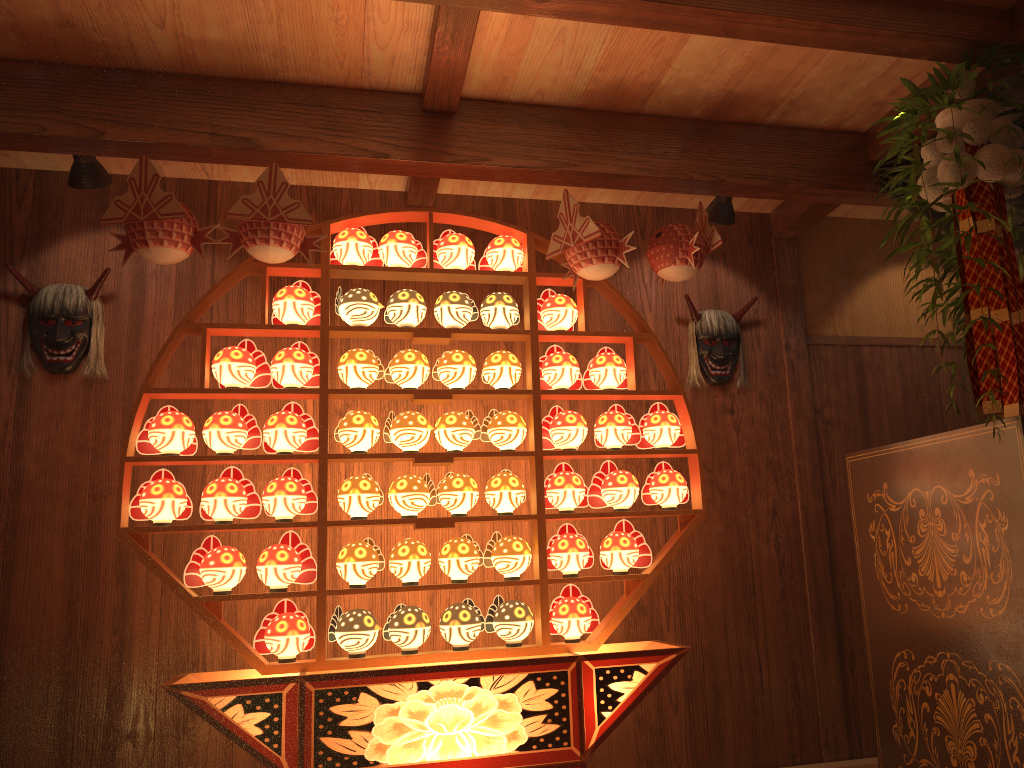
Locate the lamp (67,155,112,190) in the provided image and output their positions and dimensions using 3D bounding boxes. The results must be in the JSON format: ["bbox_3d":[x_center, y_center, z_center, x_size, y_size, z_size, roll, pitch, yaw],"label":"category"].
[{"bbox_3d":[-1.452,-0.746,3.049,0.139,0.176,0.170,4,-13,-26],"label":"lamp"}]

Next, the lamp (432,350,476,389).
[{"bbox_3d":[-0.193,-0.053,3.148,0.144,0.167,0.152,5,-14,-32],"label":"lamp"}]

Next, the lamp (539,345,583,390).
[{"bbox_3d":[0.180,-0.067,3.244,0.203,0.200,0.155,0,-12,-13],"label":"lamp"}]

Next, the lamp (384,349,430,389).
[{"bbox_3d":[-0.356,-0.051,3.106,0.144,0.161,0.152,5,-14,-32],"label":"lamp"}]

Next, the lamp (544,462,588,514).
[{"bbox_3d":[0.192,0.366,3.154,0.190,0.195,0.156,-2,-12,-3],"label":"lamp"}]

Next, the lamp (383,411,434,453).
[{"bbox_3d":[-0.345,0.165,3.067,0.154,0.161,0.142,-6,-12,17],"label":"lamp"}]

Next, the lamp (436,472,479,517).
[{"bbox_3d":[-0.181,0.378,3.057,0.143,0.167,0.152,4,-13,-27],"label":"lamp"}]

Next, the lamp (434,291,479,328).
[{"bbox_3d":[-0.216,-0.268,3.193,0.135,0.167,0.161,-8,-13,27],"label":"lamp"}]

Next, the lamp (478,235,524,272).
[{"bbox_3d":[-0.026,-0.493,3.283,0.191,0.188,0.155,-1,-12,-8],"label":"lamp"}]

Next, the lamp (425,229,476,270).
[{"bbox_3d":[-0.204,-0.501,3.240,0.205,0.200,0.153,3,-13,-23],"label":"lamp"}]

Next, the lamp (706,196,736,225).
[{"bbox_3d":[0.850,-0.731,3.636,0.135,0.177,0.176,-4,-12,7],"label":"lamp"}]

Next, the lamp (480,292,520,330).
[{"bbox_3d":[-0.047,-0.271,3.231,0.139,0.173,0.157,-3,-12,3],"label":"lamp"}]

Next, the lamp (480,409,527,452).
[{"bbox_3d":[-0.012,0.161,3.150,0.144,0.173,0.152,8,-16,-42],"label":"lamp"}]

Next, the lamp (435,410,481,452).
[{"bbox_3d":[-0.208,0.164,3.108,0.134,0.167,0.162,-13,-16,41],"label":"lamp"}]

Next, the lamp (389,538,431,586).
[{"bbox_3d":[-0.342,0.595,2.968,0.141,0.161,0.154,0,-12,-12],"label":"lamp"}]

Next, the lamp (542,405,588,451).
[{"bbox_3d":[0.209,0.155,3.206,0.195,0.187,0.152,5,-14,-32],"label":"lamp"}]

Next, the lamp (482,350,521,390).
[{"bbox_3d":[-0.035,-0.055,3.187,0.141,0.173,0.155,-1,-12,-7],"label":"lamp"}]

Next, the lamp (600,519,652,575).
[{"bbox_3d":[0.380,0.581,3.158,0.196,0.200,0.161,-7,-13,21],"label":"lamp"}]

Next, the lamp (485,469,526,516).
[{"bbox_3d":[-0.026,0.376,3.097,0.139,0.173,0.157,-3,-12,3],"label":"lamp"}]

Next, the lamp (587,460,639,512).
[{"bbox_3d":[0.396,0.365,3.207,0.206,0.200,0.152,4,-13,-27],"label":"lamp"}]

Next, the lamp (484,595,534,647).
[{"bbox_3d":[0.011,0.807,3.018,0.152,0.173,0.144,-13,-16,41],"label":"lamp"}]

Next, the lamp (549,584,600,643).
[{"bbox_3d":[0.206,0.796,3.070,0.194,0.197,0.157,-3,-12,2],"label":"lamp"}]

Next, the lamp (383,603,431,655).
[{"bbox_3d":[-0.335,0.810,2.926,0.144,0.161,0.152,5,-14,-32],"label":"lamp"}]

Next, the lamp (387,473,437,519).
[{"bbox_3d":[-0.359,0.381,3.019,0.162,0.161,0.135,7,-15,-37],"label":"lamp"}]

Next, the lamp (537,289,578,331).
[{"bbox_3d":[0.179,-0.282,3.291,0.206,0.200,0.152,4,-13,-27],"label":"lamp"}]

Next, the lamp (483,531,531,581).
[{"bbox_3d":[0.004,0.592,3.060,0.152,0.173,0.144,-13,-16,41],"label":"lamp"}]

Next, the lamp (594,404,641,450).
[{"bbox_3d":[0.369,0.154,3.249,0.178,0.191,0.160,-6,-12,17],"label":"lamp"}]

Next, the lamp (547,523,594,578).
[{"bbox_3d":[0.202,0.583,3.111,0.187,0.193,0.156,-2,-12,-3],"label":"lamp"}]

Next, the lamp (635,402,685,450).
[{"bbox_3d":[0.557,0.151,3.295,0.200,0.200,0.157,-3,-12,2],"label":"lamp"}]

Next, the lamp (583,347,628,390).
[{"bbox_3d":[0.355,-0.064,3.289,0.189,0.195,0.157,-3,-12,2],"label":"lamp"}]

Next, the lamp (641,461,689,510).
[{"bbox_3d":[0.575,0.370,3.252,0.183,0.192,0.156,-2,-12,-3],"label":"lamp"}]

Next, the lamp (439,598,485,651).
[{"bbox_3d":[-0.177,0.808,2.969,0.137,0.167,0.160,-6,-12,17],"label":"lamp"}]

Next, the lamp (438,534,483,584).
[{"bbox_3d":[-0.184,0.594,3.013,0.137,0.167,0.160,-6,-12,17],"label":"lamp"}]
